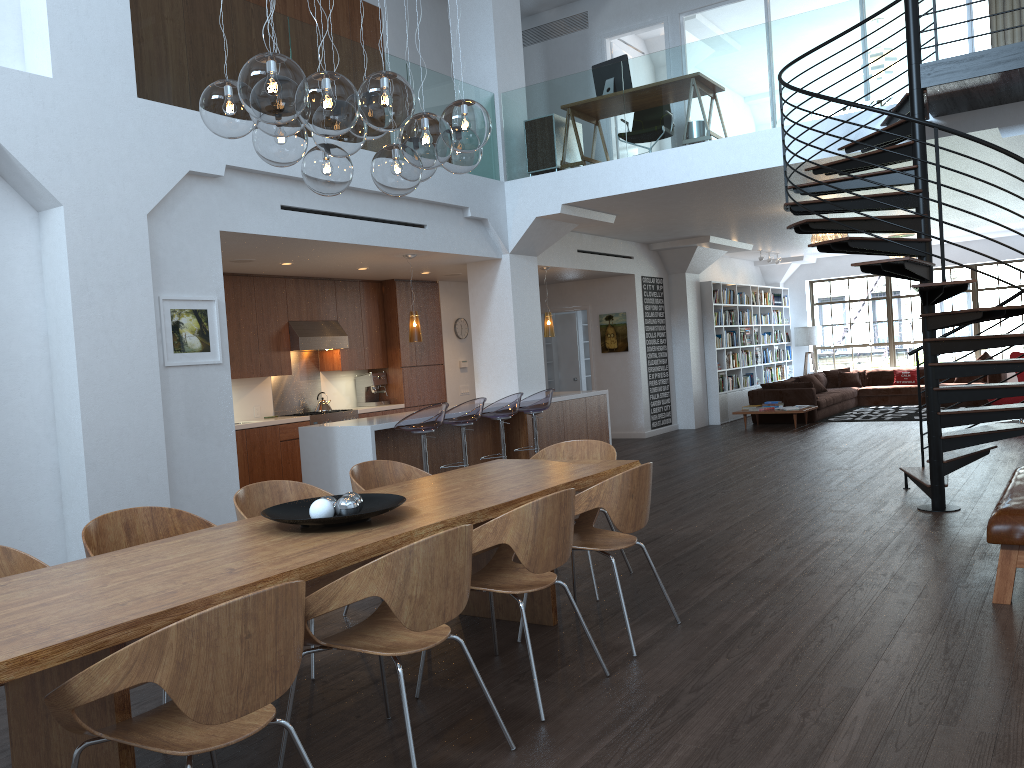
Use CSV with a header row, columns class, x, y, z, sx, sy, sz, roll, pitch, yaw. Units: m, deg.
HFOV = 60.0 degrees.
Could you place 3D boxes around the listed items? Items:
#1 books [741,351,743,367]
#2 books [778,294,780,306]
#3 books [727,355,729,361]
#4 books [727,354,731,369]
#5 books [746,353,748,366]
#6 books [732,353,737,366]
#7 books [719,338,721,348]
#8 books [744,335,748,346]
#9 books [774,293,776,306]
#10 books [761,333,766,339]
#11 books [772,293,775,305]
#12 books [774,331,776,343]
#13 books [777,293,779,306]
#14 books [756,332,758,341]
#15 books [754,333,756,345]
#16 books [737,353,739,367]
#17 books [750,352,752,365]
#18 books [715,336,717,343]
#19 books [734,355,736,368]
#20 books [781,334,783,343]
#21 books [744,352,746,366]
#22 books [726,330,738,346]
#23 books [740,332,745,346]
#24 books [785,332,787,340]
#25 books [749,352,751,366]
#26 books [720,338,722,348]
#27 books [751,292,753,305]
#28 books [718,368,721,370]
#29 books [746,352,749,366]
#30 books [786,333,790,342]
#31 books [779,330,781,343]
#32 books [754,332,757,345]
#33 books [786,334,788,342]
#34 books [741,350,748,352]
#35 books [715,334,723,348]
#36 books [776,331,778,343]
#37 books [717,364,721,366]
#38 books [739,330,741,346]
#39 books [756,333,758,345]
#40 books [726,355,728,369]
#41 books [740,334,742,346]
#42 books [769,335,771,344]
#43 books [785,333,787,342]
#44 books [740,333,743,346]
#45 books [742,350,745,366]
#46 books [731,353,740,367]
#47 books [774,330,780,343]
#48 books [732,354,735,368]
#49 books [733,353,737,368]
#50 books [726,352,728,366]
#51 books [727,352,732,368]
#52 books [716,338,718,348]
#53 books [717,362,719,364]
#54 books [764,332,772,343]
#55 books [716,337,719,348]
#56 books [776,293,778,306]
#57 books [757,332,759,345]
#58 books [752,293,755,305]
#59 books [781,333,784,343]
class,x,y,z,sx,sy,sz,roll,pitch,yaw
books,4.068,-0.449,16.047,0.198,0.284,0.066,-3,2,33
books,5.370,-1.713,18.120,0.183,0.253,0.042,-3,2,33
books,3.708,-0.386,15.495,0.159,0.241,0.038,-3,2,33
books,3.736,-0.391,15.532,0.171,0.246,0.057,-3,2,33
books,4.242,-0.447,16.304,0.174,0.240,0.045,-3,2,33
books,3.917,-0.416,15.801,0.183,0.253,0.034,-3,2,33
books,3.507,-0.697,15.160,0.120,0.167,0.020,-3,2,33
books,4.229,-0.802,16.296,0.161,0.207,0.135,-3,2,33
books,5.223,-1.696,17.903,0.183,0.253,0.042,-3,2,33
books,4.875,-0.877,17.276,0.140,0.206,0.042,-3,2,33
books,5.194,-1.693,17.870,0.183,0.253,0.042,-3,2,33
books,5.203,-0.932,17.789,0.174,0.240,0.054,-3,2,33
books,5.322,-1.708,18.046,0.183,0.253,0.042,-3,2,33
books,4.575,-0.864,16.847,0.183,0.253,0.039,-3,2,33
books,4.504,-0.842,16.721,0.161,0.223,0.030,-3,2,33
books,3.973,-0.421,15.892,0.160,0.250,0.026,-3,2,33
books,4.359,-0.467,16.489,0.183,0.253,0.034,-3,2,33
books,3.404,-0.702,15.024,0.127,0.200,0.020,-3,2,33
books,3.875,-0.400,15.748,0.168,0.231,0.037,-3,2,33
books,5.438,-0.957,18.162,0.174,0.236,0.142,-3,2,33
books,4.161,-0.444,16.171,0.183,0.253,0.034,-3,2,33
books,3.945,-0.812,15.875,0.176,0.294,0.102,-3,2,33
books,4.152,-0.818,16.201,0.183,0.253,0.042,-3,2,33
books,5.619,-0.969,18.425,0.161,0.218,0.101,-3,2,33
books,4.310,-0.464,16.404,0.180,0.259,0.060,-3,2,33
books,3.527,-0.697,15.178,0.106,0.162,0.032,-3,2,33
books,4.427,-1.602,16.668,0.183,0.253,0.042,-3,2,33
books,3.444,-0.252,15.122,0.197,0.035,0.284,-3,2,23
books,4.272,-0.456,16.331,0.183,0.253,0.034,-3,2,33
books,5.705,-0.977,18.554,0.182,0.215,0.188,-3,2,33
books,5.389,-0.960,18.086,0.183,0.253,0.042,-3,2,33
books,4.526,-0.859,16.754,0.174,0.251,0.051,-3,2,33
books,5.648,-0.968,18.483,0.167,0.210,0.162,-3,2,33
books,4.282,-0.477,16.364,0.176,0.290,0.036,-3,2,33
books,3.543,-0.734,15.236,0.140,0.231,0.042,-3,2,33
books,5.255,-0.945,17.888,0.183,0.253,0.042,-3,2,33
books,3.435,-0.319,15.117,0.174,0.032,0.254,-3,2,28
books,4.020,-0.819,16.015,0.198,0.284,0.049,-3,2,33
books,4.569,-0.849,16.811,0.161,0.223,0.030,-3,2,33
books,3.635,-0.380,15.376,0.189,0.247,0.057,-3,2,33
books,4.076,-0.794,16.066,0.161,0.223,0.032,-3,2,33
books,5.041,-0.875,17.507,0.120,0.167,0.020,-3,2,33
books,5.602,-0.969,18.395,0.161,0.222,0.084,-3,2,33
books,4.100,-0.805,16.101,0.174,0.240,0.054,-3,2,33
books,4.135,-0.459,16.135,0.176,0.290,0.053,-3,2,33
books,3.992,-0.425,15.915,0.183,0.253,0.034,-3,2,33
books,5.337,-0.958,18.017,0.180,0.259,0.042,-3,2,33
books,3.853,-0.405,15.706,0.171,0.246,0.057,-3,2,33
books,3.896,-0.413,15.775,0.183,0.253,0.034,-3,2,33
books,3.675,-0.409,15.408,0.140,0.298,0.044,-3,2,33
books,3.777,-0.418,15.602,0.176,0.290,0.053,-3,2,33
books,3.421,-0.693,15.038,0.128,0.178,0.022,-3,2,33
books,3.436,-0.347,15.120,0.144,0.025,0.204,-3,2,23
books,5.077,-0.913,17.583,0.140,0.231,0.042,-3,2,33
books,3.440,-0.699,15.083,0.134,0.184,0.030,-3,2,33
books,5.295,-1.705,18.013,0.183,0.253,0.042,-3,2,33
books,4.616,-0.867,16.903,0.171,0.246,0.036,-3,2,33
books,4.474,-1.598,16.742,0.174,0.236,0.136,-3,2,33
books,5.477,-0.946,18.205,0.161,0.207,0.135,-3,2,33
